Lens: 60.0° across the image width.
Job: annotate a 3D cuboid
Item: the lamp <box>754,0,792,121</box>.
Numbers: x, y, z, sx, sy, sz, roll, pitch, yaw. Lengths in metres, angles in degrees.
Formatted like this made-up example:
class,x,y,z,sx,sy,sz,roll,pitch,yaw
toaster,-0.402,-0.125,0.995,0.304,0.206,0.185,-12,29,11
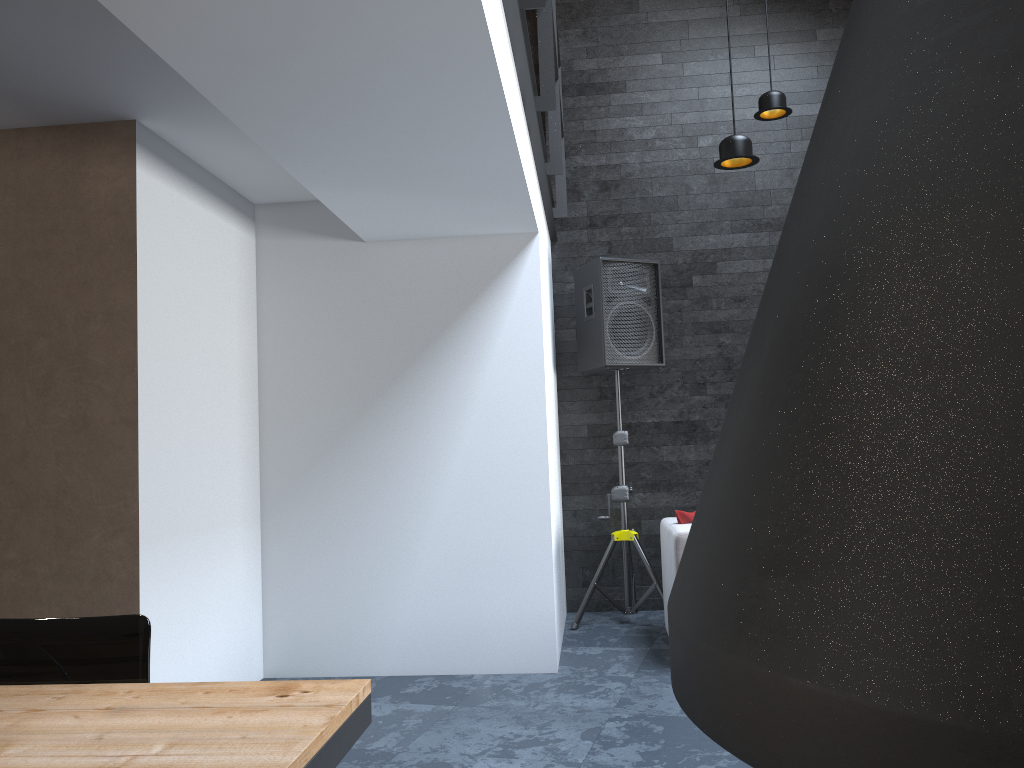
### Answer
class,x,y,z,sx,sy,sz,roll,pitch,yaw
lamp,1.442,-2.452,5.094,0.210,1.854,0.210,-6,-6,42

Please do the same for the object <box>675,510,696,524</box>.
class,x,y,z,sx,sy,sz,roll,pitch,yaw
object,1.265,0.847,4.846,0.742,0.354,0.528,-3,-4,5

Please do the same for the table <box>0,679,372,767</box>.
class,x,y,z,sx,sy,sz,roll,pitch,yaw
table,-3.282,0.887,1.249,5.999,0.928,1.185,-3,-4,5

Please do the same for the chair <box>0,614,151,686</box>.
class,x,y,z,sx,sy,sz,roll,pitch,yaw
chair,-0.938,0.867,1.542,0.527,0.825,0.599,-3,-4,5

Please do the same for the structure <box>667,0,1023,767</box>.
class,x,y,z,sx,sy,sz,roll,pitch,yaw
structure,0.449,-1.667,1.097,1.689,5.701,1.197,-3,-4,5

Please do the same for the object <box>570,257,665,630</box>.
class,x,y,z,sx,sy,sz,roll,pitch,yaw
object,0.637,0.368,5.621,0.639,2.299,0.686,0,-5,-24

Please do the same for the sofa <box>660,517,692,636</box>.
class,x,y,z,sx,sy,sz,roll,pitch,yaw
sofa,2.804,0.971,4.052,4.035,0.693,2.204,-3,-4,5

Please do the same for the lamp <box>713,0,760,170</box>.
class,x,y,z,sx,sy,sz,roll,pitch,yaw
lamp,0.988,-2.634,4.275,0.210,3.209,0.210,-5,-5,27
